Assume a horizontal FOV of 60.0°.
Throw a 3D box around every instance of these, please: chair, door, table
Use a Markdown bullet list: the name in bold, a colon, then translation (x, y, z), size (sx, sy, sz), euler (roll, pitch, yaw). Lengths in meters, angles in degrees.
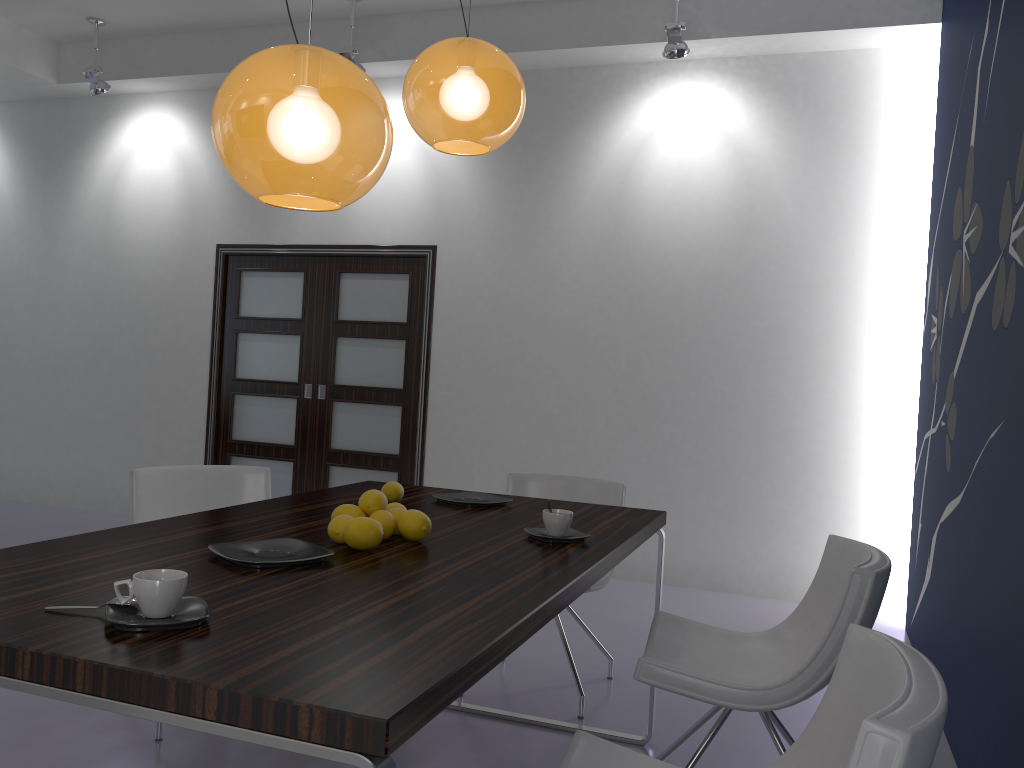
- **chair**: translation (0.654, 0.819, 2.377), size (0.620, 0.805, 0.508), euler (3, 0, 14)
- **door**: translation (-1.359, 0.054, 6.310), size (1.764, 2.061, 0.220), euler (3, 0, 19)
- **chair**: translation (-1.049, 0.717, 3.131), size (0.508, 0.805, 0.620), euler (3, 0, -36)
- **table**: translation (-0.367, 0.772, 2.202), size (1.127, 0.783, 2.046), euler (3, 0, 19)
- **chair**: translation (0.134, 0.783, 3.495), size (0.508, 0.805, 0.620), euler (3, 0, 19)
- **chair**: translation (0.315, 0.804, 1.394), size (0.620, 0.805, 0.508), euler (3, 0, 19)

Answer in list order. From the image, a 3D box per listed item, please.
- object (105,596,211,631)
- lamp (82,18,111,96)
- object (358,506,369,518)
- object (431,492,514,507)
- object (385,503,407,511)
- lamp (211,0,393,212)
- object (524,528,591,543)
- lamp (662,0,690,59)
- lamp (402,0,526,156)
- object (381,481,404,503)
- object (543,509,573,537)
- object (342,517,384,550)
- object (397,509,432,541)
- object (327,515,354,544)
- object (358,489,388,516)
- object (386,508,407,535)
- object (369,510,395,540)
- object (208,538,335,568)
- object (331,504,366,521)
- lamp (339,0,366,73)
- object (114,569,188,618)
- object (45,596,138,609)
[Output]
- **object**: translation (-0.559, 0.365, 1.403), size (0.154, 0.020, 0.154), euler (3, 0, -25)
- **lamp**: translation (-2.872, -2.251, 6.150), size (0.150, 0.511, 0.185), euler (3, 0, 19)
- **object**: translation (-0.376, 0.345, 2.285), size (0.083, 0.068, 0.070), euler (3, 0, -12)
- **object**: translation (-0.132, 0.382, 2.931), size (0.232, 0.020, 0.232), euler (3, 0, -42)
- **object**: translation (-0.311, 0.348, 2.345), size (0.070, 0.068, 0.083), euler (3, 0, 23)
- **lamp**: translation (-0.373, -1.352, 1.798), size (0.358, 1.974, 0.359), euler (3, 0, 24)
- **object**: translation (0.118, 0.399, 2.340), size (0.154, 0.020, 0.154), euler (3, 0, -26)
- **lamp**: translation (0.902, -2.026, 4.844), size (0.150, 0.511, 0.185), euler (3, 0, 19)
- **lamp**: translation (-0.099, -1.504, 2.572), size (0.359, 1.645, 0.358), euler (3, 0, 30)
- **object**: translation (-0.376, 0.342, 2.798), size (0.070, 0.068, 0.083), euler (3, 0, 23)
- **object**: translation (0.113, 0.368, 2.347), size (0.101, 0.064, 0.081), euler (4, 0, 44)
- **object**: translation (-0.342, 0.344, 2.039), size (0.094, 0.077, 0.079), euler (3, 0, -7)
- **object**: translation (-0.241, 0.349, 2.188), size (0.079, 0.077, 0.094), euler (3, 0, -27)
- **object**: translation (-0.399, 0.345, 2.102), size (0.070, 0.068, 0.083), euler (3, 0, 23)
- **object**: translation (-0.349, 0.301, 2.236), size (0.070, 0.068, 0.083), euler (3, 0, 23)
- **object**: translation (-0.296, 0.350, 2.257), size (0.083, 0.068, 0.070), euler (3, 0, -12)
- **object**: translation (-0.322, 0.347, 2.179), size (0.069, 0.071, 0.081), euler (3, 0, -4)
- **object**: translation (-0.518, 0.365, 1.911), size (0.232, 0.020, 0.232), euler (3, 0, -42)
- **object**: translation (-0.403, 0.338, 2.198), size (0.094, 0.080, 0.076), euler (3, 0, 21)
- **lamp**: translation (-0.985, -2.138, 5.497), size (0.150, 0.511, 0.185), euler (3, 0, 19)
- **object**: translation (-0.564, 0.333, 1.396), size (0.081, 0.064, 0.101), euler (4, 0, 45)
- **object**: translation (-0.671, 0.351, 1.420), size (0.155, 0.028, 0.032), euler (3, 0, 0)
